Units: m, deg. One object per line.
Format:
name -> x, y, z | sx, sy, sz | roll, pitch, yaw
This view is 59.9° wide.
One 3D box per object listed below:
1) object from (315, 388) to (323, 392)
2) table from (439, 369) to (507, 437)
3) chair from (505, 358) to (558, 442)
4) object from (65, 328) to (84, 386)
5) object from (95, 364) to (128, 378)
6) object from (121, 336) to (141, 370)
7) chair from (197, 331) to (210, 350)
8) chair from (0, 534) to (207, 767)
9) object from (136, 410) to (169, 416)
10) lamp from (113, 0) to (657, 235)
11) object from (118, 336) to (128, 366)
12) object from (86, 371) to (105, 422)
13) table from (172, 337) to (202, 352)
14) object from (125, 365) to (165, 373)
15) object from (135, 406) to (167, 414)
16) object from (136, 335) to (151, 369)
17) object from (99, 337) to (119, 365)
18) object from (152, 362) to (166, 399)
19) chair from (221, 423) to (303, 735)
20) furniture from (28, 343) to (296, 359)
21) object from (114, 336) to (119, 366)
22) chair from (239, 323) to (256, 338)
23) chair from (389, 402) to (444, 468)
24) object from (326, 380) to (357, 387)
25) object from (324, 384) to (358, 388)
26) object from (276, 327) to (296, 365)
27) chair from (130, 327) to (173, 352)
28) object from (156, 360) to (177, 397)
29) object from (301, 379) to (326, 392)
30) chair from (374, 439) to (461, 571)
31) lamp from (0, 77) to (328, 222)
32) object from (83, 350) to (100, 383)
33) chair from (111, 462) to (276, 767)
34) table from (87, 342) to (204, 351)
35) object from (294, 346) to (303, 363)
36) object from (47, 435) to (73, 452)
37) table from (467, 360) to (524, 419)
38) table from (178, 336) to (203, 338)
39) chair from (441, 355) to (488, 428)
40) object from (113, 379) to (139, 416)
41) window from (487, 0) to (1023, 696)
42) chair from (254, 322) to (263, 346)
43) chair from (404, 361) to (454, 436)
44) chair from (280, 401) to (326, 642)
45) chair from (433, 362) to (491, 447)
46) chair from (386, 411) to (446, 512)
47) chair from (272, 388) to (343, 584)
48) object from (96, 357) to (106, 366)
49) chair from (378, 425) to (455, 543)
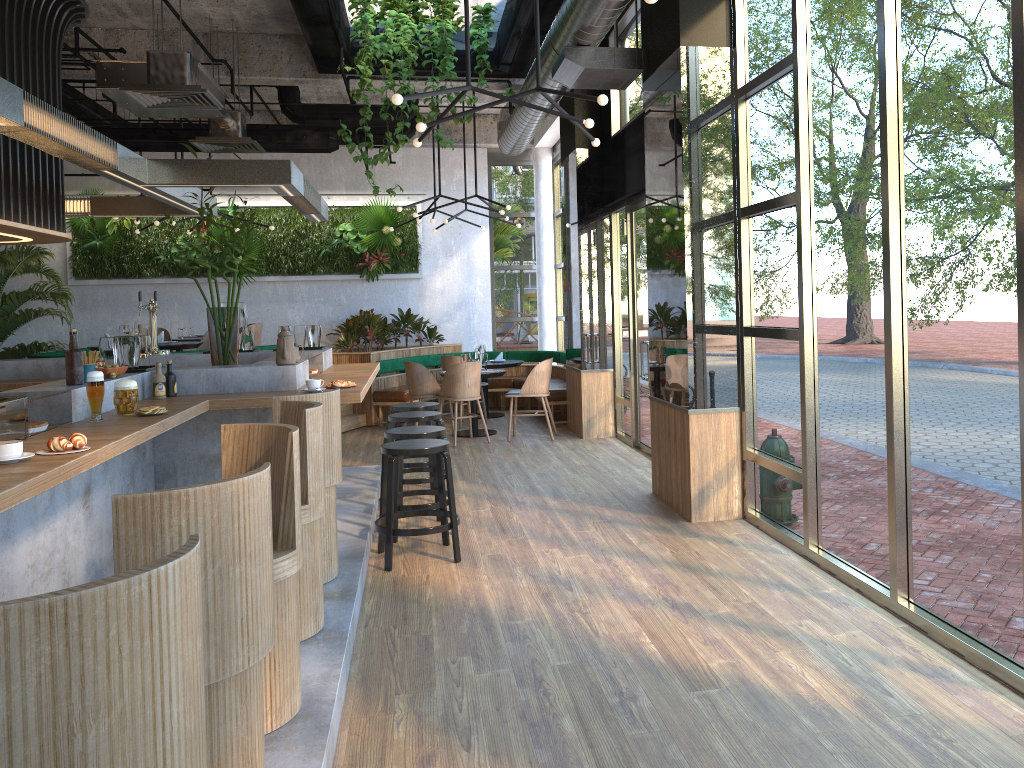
object -> -1.114, 0.039, 5.161 | 0.030, 0.027, 0.130 | -3, 5, -30
table -> -0.457, 0.224, 10.631 | 0.817, 0.744, 0.785 | -2, 3, -12
chair -> 0.216, 0.165, 10.189 | 0.553, 0.921, 0.502 | -1, 2, 6
object -> -2.133, -0.133, 4.323 | 0.072, 0.276, 0.078 | -1, 1, 27
object -> -2.181, -0.068, 4.738 | 0.191, 0.073, 0.230 | -1, 5, 12
object -> -2.236, -0.174, 5.210 | 0.101, 0.209, 0.110 | -1, 2, 36
chair -> -3.357, -0.199, 10.059 | 0.482, 0.921, 0.576 | -1, 2, 21
chair -> -0.821, 0.784, 1.526 | 0.547, 0.967, 0.549 | -2, 2, 1
object -> -1.731, 0.142, 4.271 | 0.157, 0.013, 0.143 | -5, 6, -37
lamp -> -1.470, -2.241, 3.233 | 5.174, 1.817, 18.658 | -2, 5, -7
object -> -2.311, -0.181, 5.315 | 0.101, 0.209, 0.109 | -1, 2, 26
object -> -1.904, 0.056, 4.062 | 0.072, 0.231, 0.077 | -1, 1, 24
table -> -4.178, -0.195, 11.166 | 0.817, 0.744, 0.785 | -2, 3, -12
object -> -2.281, -0.087, 5.317 | 0.277, 0.018, 0.432 | -2, 5, -8
object -> -1.734, 0.128, 4.269 | 0.093, 0.041, 0.147 | 0, 5, 25
object -> -2.264, -0.193, 5.434 | 0.101, 0.209, 0.110 | -1, 2, 36
object -> -2.350, -0.168, 5.180 | 0.101, 0.209, 0.110 | -1, 2, 36
object -> -2.022, -0.020, 5.086 | 0.074, 0.209, 0.067 | -3, 1, -41
chair -> -1.007, 0.654, 3.052 | 0.535, 0.967, 0.561 | -1, 2, 15
furniture -> -4.500, 0.130, 10.392 | 2.867, 1.132, 4.561 | -6, 6, -44
object -> -2.373, -0.189, 5.423 | 0.101, 0.209, 0.110 | -1, 2, 36
chair -> -3.545, -0.306, 11.327 | 0.581, 0.921, 0.477 | -3, 2, -29
chair -> -0.829, 0.524, 7.658 | 0.511, 0.694, 0.519 | -1, 2, 5
object -> -1.067, -0.005, 5.512 | 0.156, 0.052, 0.161 | 2, 6, 36
object -> -1.061, 0.015, 5.506 | 0.198, 0.013, 0.214 | 1, 6, 27
object -> -1.399, -0.235, 5.495 | 0.124, 0.234, 0.205 | -3, 3, -40
chair -> -4.080, -0.179, 10.054 | 0.519, 0.921, 0.534 | -3, 2, -29
object -> -2.021, -0.029, 5.158 | 0.068, 0.214, 0.168 | -1, 2, 18
object -> -1.089, -0.002, 5.365 | 0.175, 0.072, 0.433 | 1, 5, 28
chair -> -0.581, 0.713, 5.436 | 0.527, 0.694, 0.504 | -2, 2, -13
lamp -> -3.379, -2.095, 3.827 | 5.099, 2.125, 6.608 | -3, 5, -14
object -> -2.145, -0.090, 4.489 | 0.104, 0.161, 0.107 | -1, 2, 26
chair -> -0.908, 0.716, 2.320 | 0.573, 0.967, 0.523 | -3, 2, -34
table -> -3.857, -0.046, 9.411 | 1.141, 0.748, 1.063 | -3, 4, -23
object -> -1.399, -0.196, 5.696 | 0.100, 0.119, 0.087 | -2, 2, 0
object -> -1.620, 0.211, 3.170 | 0.073, 0.059, 0.125 | -4, 5, -39
table -> -0.373, 0.076, 12.319 | 1.155, 0.748, 1.049 | -5, 5, -40
table -> -4.304, -0.291, 12.295 | 0.817, 0.744, 0.785 | -2, 3, -12
chair -> -0.656, 0.072, 11.517 | 0.475, 0.921, 0.583 | 0, 2, 36
object -> -1.867, 0.065, 4.289 | 0.114, 0.171, 0.134 | -2, 2, -14
window -> -0.174, -2.044, 3.738 | 4.211, 6.471, 20.099 | -2, 5, -6
chair -> -3.757, -0.398, 12.433 | 0.567, 0.921, 0.490 | -2, 2, -9
chair -> -0.985, 0.176, 10.438 | 0.581, 0.921, 0.477 | -3, 2, -29
chair -> -1.093, 0.586, 3.851 | 0.522, 0.967, 0.574 | 0, 2, 41
chair -> -0.568, 0.201, 10.030 | 0.519, 0.921, 0.534 | -3, 2, -29
chair -> -0.751, 0.584, 6.960 | 0.532, 0.694, 0.499 | -2, 2, -20
chair -> -1.163, 0.521, 4.608 | 0.522, 0.967, 0.574 | 0, 2, 38
object -> -2.265, -0.099, 4.930 | 0.086, 0.106, 0.161 | 0, 4, 38
chair -> -0.652, 0.659, 6.070 | 0.531, 0.694, 0.500 | -2, 2, -18
